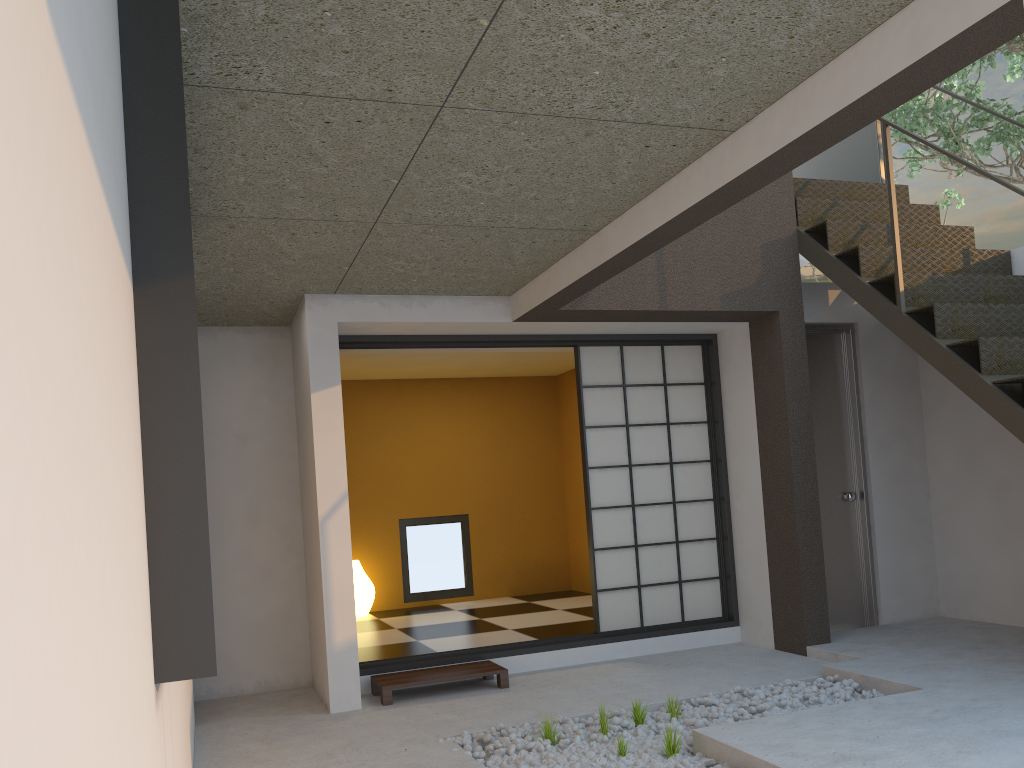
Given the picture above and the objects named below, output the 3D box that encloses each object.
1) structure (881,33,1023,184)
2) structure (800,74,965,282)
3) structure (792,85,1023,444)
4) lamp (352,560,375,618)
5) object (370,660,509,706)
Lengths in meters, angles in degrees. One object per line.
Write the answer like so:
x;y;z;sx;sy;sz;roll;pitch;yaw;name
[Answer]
4.860;-2.629;6.373;4.333;3.686;5.782;0;-7;-39;structure
3.236;-1.806;12.781;5.506;4.684;7.348;0;-7;-39;structure
2.170;-0.389;5.837;1.156;3.928;6.599;-3;-6;-20;structure
-1.368;1.761;7.552;0.386;0.498;0.397;-2;-5;-31;lamp
-0.406;1.661;4.926;0.702;0.100;0.352;-1;-7;-19;object
